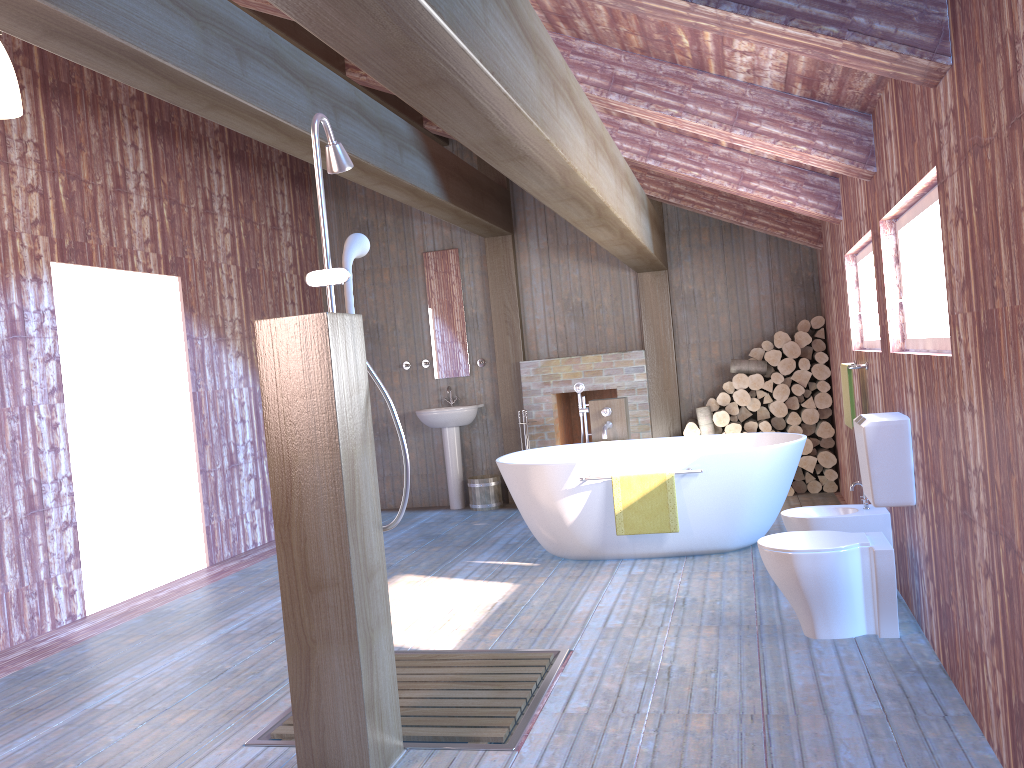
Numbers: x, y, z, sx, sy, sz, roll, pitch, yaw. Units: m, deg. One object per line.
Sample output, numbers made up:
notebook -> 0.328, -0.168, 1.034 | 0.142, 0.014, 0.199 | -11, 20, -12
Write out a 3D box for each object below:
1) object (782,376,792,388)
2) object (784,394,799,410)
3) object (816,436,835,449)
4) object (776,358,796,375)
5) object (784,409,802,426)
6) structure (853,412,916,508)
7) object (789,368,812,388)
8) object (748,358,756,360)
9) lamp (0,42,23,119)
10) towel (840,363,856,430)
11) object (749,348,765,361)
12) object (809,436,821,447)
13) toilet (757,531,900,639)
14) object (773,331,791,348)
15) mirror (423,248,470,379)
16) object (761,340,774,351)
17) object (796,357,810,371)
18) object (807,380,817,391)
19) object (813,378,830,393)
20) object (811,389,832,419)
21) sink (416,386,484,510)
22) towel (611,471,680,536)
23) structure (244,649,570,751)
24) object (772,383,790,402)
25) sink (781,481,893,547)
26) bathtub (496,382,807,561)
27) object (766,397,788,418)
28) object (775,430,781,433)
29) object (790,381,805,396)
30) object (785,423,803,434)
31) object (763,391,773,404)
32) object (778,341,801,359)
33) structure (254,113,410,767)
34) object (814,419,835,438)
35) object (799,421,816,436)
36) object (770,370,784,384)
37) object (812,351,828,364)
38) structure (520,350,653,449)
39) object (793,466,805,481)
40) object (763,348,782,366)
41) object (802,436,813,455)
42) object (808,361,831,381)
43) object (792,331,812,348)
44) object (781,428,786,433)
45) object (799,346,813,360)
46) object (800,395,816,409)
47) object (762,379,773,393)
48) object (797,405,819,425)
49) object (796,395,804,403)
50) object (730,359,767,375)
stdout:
object -> 2.276, -0.018, 7.349 | 0.095, 0.090, 0.278 | -5, 1, 16
object -> 2.312, 0.148, 7.355 | 0.111, 0.118, 0.302 | -5, 1, 14
object -> 2.598, 0.463, 7.366 | 0.114, 0.113, 0.301 | -5, 1, 12
object -> 2.274, -0.144, 7.368 | 0.143, 0.151, 0.440 | -5, 1, 15
object -> 2.322, 0.276, 7.347 | 0.114, 0.113, 0.301 | -5, 1, 12
structure -> 1.569, 0.313, 3.749 | 0.182, 0.363, 0.358 | -5, 1, 15
object -> 2.394, -0.051, 7.370 | 0.172, 0.151, 0.482 | -5, 1, 16
object -> 2.034, -0.157, 7.526 | 0.113, 0.130, 0.291 | -5, 1, 16
lamp -> -1.970, -1.512, 3.302 | 0.174, 1.001, 0.174 | -5, 1, -5
towel -> 1.913, 0.065, 5.043 | 0.032, 0.361, 0.370 | -5, 1, 15
object -> 2.078, -0.246, 7.513 | 0.140, 0.121, 0.319 | -5, 1, 16
object -> 2.519, 0.478, 7.381 | 0.088, 0.092, 0.280 | -5, 1, 14
toilet -> 1.353, 0.868, 3.834 | 0.534, 0.400, 0.375 | -5, 1, 15
object -> 2.246, -0.371, 7.384 | 0.135, 0.139, 0.456 | -5, 1, 16
mirror -> -0.615, -0.657, 8.338 | 0.350, 1.199, 0.009 | -5, 1, 14
object -> 2.128, -0.319, 7.386 | 0.094, 0.097, 0.227 | -5, 1, 15
object -> 2.407, -0.169, 7.330 | 0.089, 0.106, 0.437 | -5, 1, 16
object -> 2.499, 0.012, 7.362 | 0.088, 0.092, 0.280 | -5, 1, 15
object -> 2.548, 0.008, 7.303 | 0.102, 0.109, 0.438 | -5, 1, 15
object -> 2.555, 0.174, 7.318 | 0.137, 0.256, 0.439 | -5, 1, 15
sink -> -0.566, 0.593, 8.163 | 0.582, 1.143, 0.475 | -5, 1, 14
towel -> 0.787, 0.706, 5.237 | 0.370, 0.361, 0.032 | -5, 1, 11
structure -> -0.349, 1.250, 3.522 | 1.000, 0.067, 1.000 | -5, 1, 14
object -> 2.238, 0.066, 7.385 | 0.136, 0.157, 0.439 | -5, 1, 15
sink -> 1.659, 0.766, 4.562 | 0.515, 0.517, 0.335 | -5, 1, 15
bathtub -> 0.866, 0.524, 5.800 | 1.935, 1.109, 1.460 | -5, 1, 36
object -> 2.208, 0.194, 7.398 | 0.141, 0.143, 0.437 | -5, 1, 13
object -> 2.221, 0.413, 7.388 | 0.054, 0.056, 0.146 | -5, 1, 15
object -> 2.359, 0.034, 7.350 | 0.102, 0.109, 0.438 | -5, 1, 15
object -> 2.332, 0.383, 7.344 | 0.116, 0.117, 0.289 | -5, 1, 12
object -> 2.139, 0.108, 7.416 | 0.085, 0.096, 0.280 | -5, 1, 15
object -> 2.300, -0.283, 7.355 | 0.141, 0.143, 0.437 | -5, 1, 13
structure -> -0.567, 0.162, 2.970 | 0.328, 2.209, 0.522 | -5, 1, 35
object -> 2.564, 0.360, 7.335 | 0.139, 0.137, 0.455 | -5, 1, 13
object -> 2.473, 0.367, 7.440 | 0.118, 0.106, 0.319 | -5, 1, 12
object -> 2.204, -0.060, 7.384 | 0.102, 0.109, 0.438 | -5, 1, 15
object -> 2.530, -0.223, 7.298 | 0.102, 0.109, 0.438 | -5, 1, 15
structure -> 0.695, 0.403, 7.975 | 1.130, 1.330, 0.226 | -5, 1, 14
object -> 2.388, 0.730, 7.476 | 0.125, 0.132, 0.320 | -5, 1, 13
object -> 2.175, -0.226, 7.407 | 0.139, 0.148, 0.458 | -5, 1, 15
object -> 2.412, 0.491, 7.365 | 0.138, 0.147, 0.440 | -5, 1, 15
object -> 2.529, -0.110, 7.307 | 0.147, 0.152, 0.439 | -5, 1, 15
object -> 2.401, -0.369, 7.346 | 0.133, 0.142, 0.456 | -5, 1, 16
object -> 2.255, 0.445, 7.394 | 0.115, 0.112, 0.423 | -5, 1, 15
object -> 2.446, -0.258, 7.423 | 0.132, 0.119, 0.319 | -5, 1, 16
object -> 2.438, 0.138, 7.337 | 0.115, 0.112, 0.423 | -5, 1, 15
object -> 2.124, 0.019, 7.408 | 0.109, 0.124, 0.424 | -5, 1, 14
object -> 2.450, 0.254, 7.346 | 0.137, 0.133, 0.437 | -5, 1, 13
object -> 2.377, 0.116, 7.338 | 0.065, 0.069, 0.177 | -5, 1, 14
object -> 1.960, -0.142, 7.342 | 0.302, 0.157, 0.121 | -5, 1, 15
